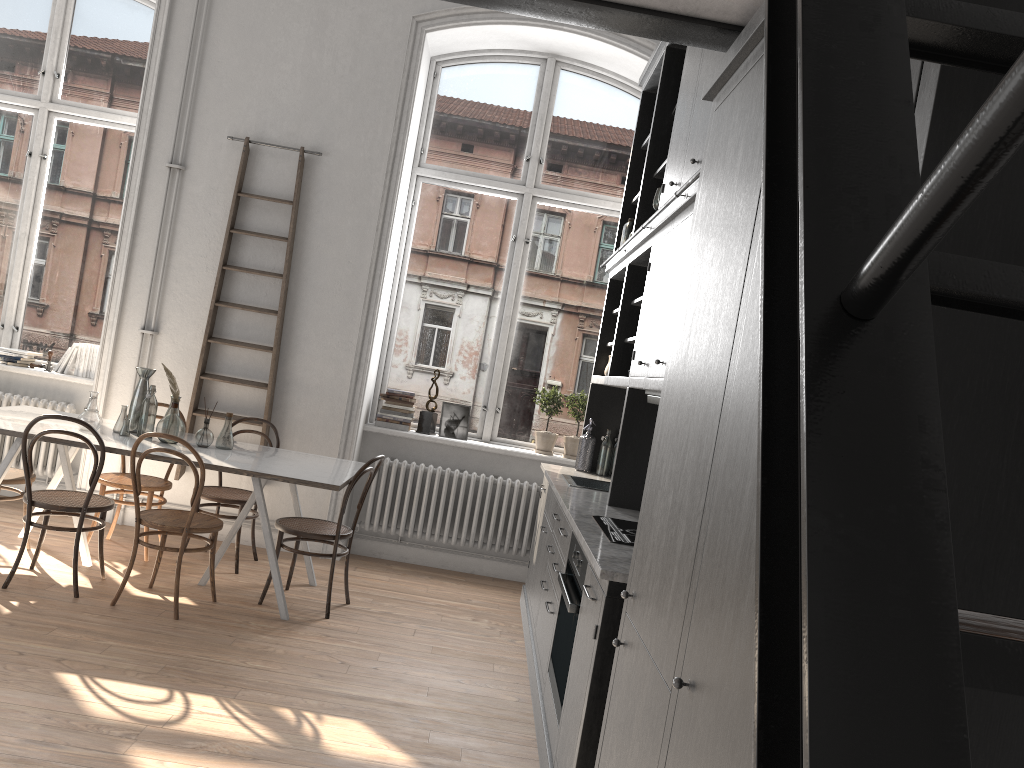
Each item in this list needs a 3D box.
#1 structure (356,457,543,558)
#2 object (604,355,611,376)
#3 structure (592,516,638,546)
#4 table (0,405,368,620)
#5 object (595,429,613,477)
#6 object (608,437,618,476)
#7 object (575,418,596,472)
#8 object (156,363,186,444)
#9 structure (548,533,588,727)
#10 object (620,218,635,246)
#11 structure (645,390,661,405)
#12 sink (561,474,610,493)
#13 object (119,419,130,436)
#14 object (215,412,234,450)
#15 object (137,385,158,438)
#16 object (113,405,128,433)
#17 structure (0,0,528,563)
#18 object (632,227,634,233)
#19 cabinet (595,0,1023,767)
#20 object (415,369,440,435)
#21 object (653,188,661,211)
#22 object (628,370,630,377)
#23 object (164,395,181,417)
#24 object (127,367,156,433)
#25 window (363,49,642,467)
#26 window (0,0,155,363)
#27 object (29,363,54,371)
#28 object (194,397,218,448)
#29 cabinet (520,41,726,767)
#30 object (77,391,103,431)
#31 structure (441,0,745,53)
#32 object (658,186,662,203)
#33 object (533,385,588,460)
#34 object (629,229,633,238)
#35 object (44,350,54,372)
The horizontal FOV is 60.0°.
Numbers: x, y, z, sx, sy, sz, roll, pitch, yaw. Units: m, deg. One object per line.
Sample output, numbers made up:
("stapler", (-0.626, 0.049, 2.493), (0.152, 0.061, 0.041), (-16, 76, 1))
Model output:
("structure", (-0.299, 0.908, 6.440), (1.577, 0.552, 0.194), (10, 1, -2))
("object", (0.668, -0.105, 5.750), (0.127, 0.144, 0.115), (9, 1, -23))
("structure", (0.562, 0.609, 3.547), (0.427, 0.011, 0.592), (10, 1, -1))
("table", (-2.046, 0.712, 5.081), (2.200, 0.780, 1.100), (10, 1, -1))
("object", (0.605, 0.443, 5.740), (0.086, 0.301, 0.086), (10, 1, -16))
("object", (0.698, 0.458, 5.822), (0.086, 0.301, 0.086), (10, 1, 13))
("object", (0.491, 0.396, 5.801), (0.109, 0.349, 0.108), (9, 1, -20))
("object", (-1.909, 0.115, 5.025), (0.156, 0.446, 0.157), (10, 1, 16))
("structure", (0.488, 0.998, 3.553), (0.618, 0.623, 0.622), (10, 1, -1))
("object", (0.776, -0.946, 5.750), (0.118, 0.238, 0.118), (10, 1, -16))
("structure", (0.789, 0.057, 3.545), (0.379, 0.123, 0.843), (10, 1, -1))
("sink", (0.562, 0.560, 5.097), (0.514, 0.505, 0.526), (10, 1, -1))
("object", (-2.185, 0.245, 5.015), (0.058, 0.094, 0.058), (10, 1, 27))
("object", (-1.668, 0.273, 5.189), (0.101, 0.212, 0.101), (11, 1, 38))
("object", (-2.092, 0.155, 5.110), (0.086, 0.301, 0.086), (10, 1, -16))
("object", (-2.242, 0.203, 5.107), (0.083, 0.158, 0.083), (10, 1, -6))
("structure", (-1.814, -1.133, 6.285), (5.182, 4.474, 0.340), (10, 1, -1))
("object", (0.791, -0.998, 5.189), (0.134, 0.357, 0.134), (11, 1, 43))
("cabinet", (0.645, 0.405, 1.751), (0.633, 2.372, 1.400), (10, 1, -1))
("object", (-0.600, 0.128, 6.578), (0.122, 0.488, 0.102), (10, 1, 23))
("object", (0.785, -0.925, 4.712), (0.083, 0.221, 0.083), (10, 1, 30))
("object", (0.667, -0.052, 4.762), (0.088, 0.059, 0.104), (10, 1, -13))
("object", (-1.986, 0.196, 5.186), (0.098, 0.255, 0.100), (9, 1, -25))
("object", (-2.185, 0.097, 5.219), (0.116, 0.383, 0.116), (10, 1, 10))
("window", (6.922, -4.249, 9.818), (14.385, 15.937, 26.393), (10, 1, -1))
("window", (-3.554, -1.616, 6.642), (1.622, 2.843, 0.013), (10, 1, -2))
("object", (-3.458, -0.133, 6.504), (0.088, 0.048, 0.153), (10, 1, 38))
("object", (-1.759, 0.222, 5.110), (0.107, 0.283, 0.106), (10, 1, -7))
("cabinet", (0.688, -0.228, 4.318), (0.635, 3.583, 3.250), (10, 1, -1))
("object", (-2.360, 0.152, 4.976), (0.132, 0.219, 0.132), (10, 1, -12))
("structure", (-1.611, -1.867, 0.244), (5.927, 1.213, 4.157), (10, 1, -1))
("object", (0.790, -0.923, 4.581), (0.083, 0.221, 0.083), (9, 1, -45))
("object", (0.373, 0.278, 6.607), (0.500, 0.524, 0.234), (10, 1, -12))
("object", (0.792, -0.900, 5.608), (0.114, 0.155, 0.114), (10, 1, 2))
("object", (-3.364, -0.168, 6.449), (0.048, 0.153, 0.088), (9, 1, -31))
